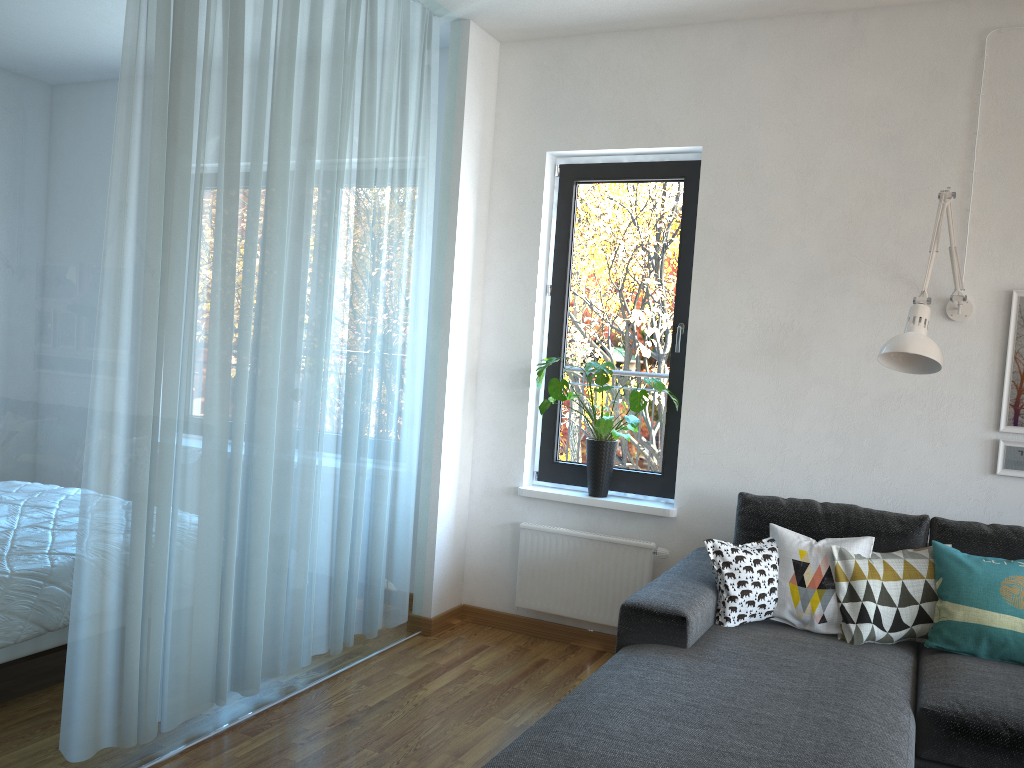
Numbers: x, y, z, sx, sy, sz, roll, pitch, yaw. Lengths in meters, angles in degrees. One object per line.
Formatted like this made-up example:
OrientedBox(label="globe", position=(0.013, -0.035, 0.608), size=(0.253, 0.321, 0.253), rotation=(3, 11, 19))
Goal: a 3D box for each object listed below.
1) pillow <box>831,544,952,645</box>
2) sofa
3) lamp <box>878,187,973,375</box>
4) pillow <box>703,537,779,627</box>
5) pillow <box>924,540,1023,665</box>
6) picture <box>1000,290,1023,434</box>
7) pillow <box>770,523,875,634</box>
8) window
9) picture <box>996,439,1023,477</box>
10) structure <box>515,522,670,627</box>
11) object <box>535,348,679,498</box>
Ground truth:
OrientedBox(label="pillow", position=(1.308, 0.726, 3.080), size=(0.454, 0.363, 0.242), rotation=(4, 3, -8))
OrientedBox(label="sofa", position=(1.455, 0.925, 2.297), size=(2.507, 0.848, 2.163), rotation=(5, 2, 25))
OrientedBox(label="lamp", position=(1.491, -0.366, 3.156), size=(0.200, 0.670, 0.698), rotation=(6, 3, 34))
OrientedBox(label="pillow", position=(0.829, 0.699, 3.125), size=(0.334, 0.320, 0.160), rotation=(3, 3, -29))
OrientedBox(label="pillow", position=(1.603, 0.727, 2.933), size=(0.414, 0.340, 0.273), rotation=(5, 3, 24))
OrientedBox(label="picture", position=(2.037, -0.072, 3.257), size=(0.390, 0.534, 0.013), rotation=(5, 3, 25))
OrientedBox(label="pillow", position=(1.067, 0.689, 3.113), size=(0.360, 0.344, 0.173), rotation=(5, 3, 25))
OrientedBox(label="window", position=(1.016, 1.476, 18.020), size=(13.967, 18.383, 24.375), rotation=(6, 3, 31))
OrientedBox(label="picture", position=(2.219, 0.307, 3.183), size=(0.836, 0.136, 0.021), rotation=(5, 3, 25))
OrientedBox(label="structure", position=(0.398, 0.910, 4.006), size=(0.817, 0.460, 0.076), rotation=(5, 3, 22))
OrientedBox(label="object", position=(0.394, 0.183, 3.944), size=(0.657, 0.675, 0.447), rotation=(5, 3, 16))
